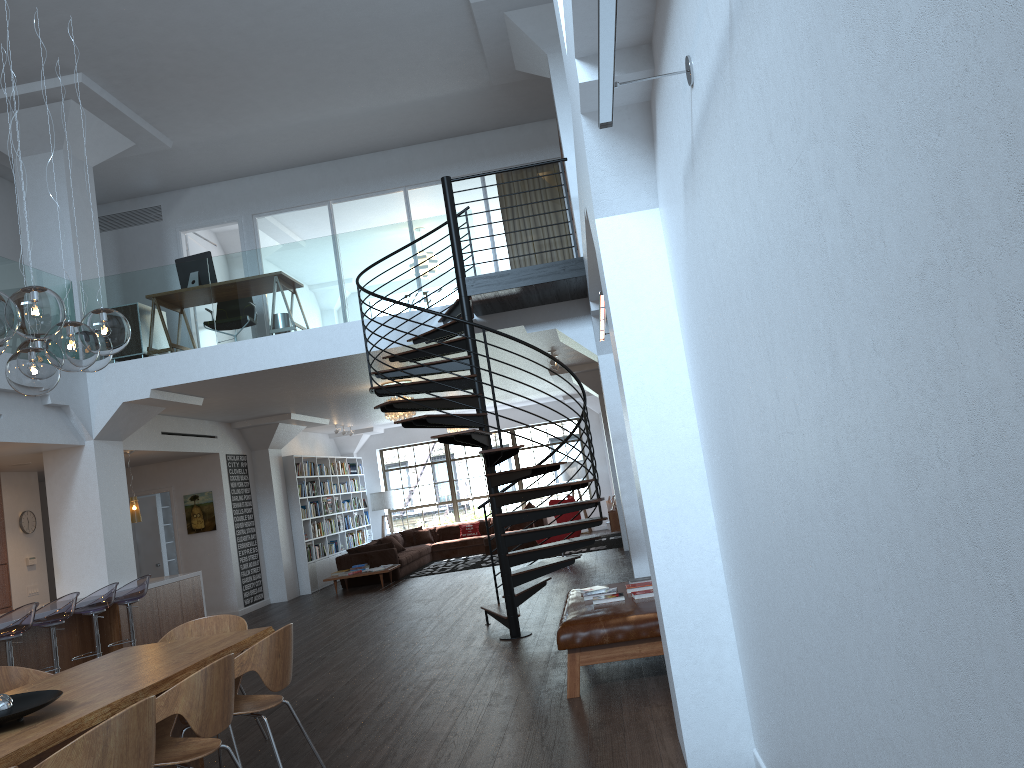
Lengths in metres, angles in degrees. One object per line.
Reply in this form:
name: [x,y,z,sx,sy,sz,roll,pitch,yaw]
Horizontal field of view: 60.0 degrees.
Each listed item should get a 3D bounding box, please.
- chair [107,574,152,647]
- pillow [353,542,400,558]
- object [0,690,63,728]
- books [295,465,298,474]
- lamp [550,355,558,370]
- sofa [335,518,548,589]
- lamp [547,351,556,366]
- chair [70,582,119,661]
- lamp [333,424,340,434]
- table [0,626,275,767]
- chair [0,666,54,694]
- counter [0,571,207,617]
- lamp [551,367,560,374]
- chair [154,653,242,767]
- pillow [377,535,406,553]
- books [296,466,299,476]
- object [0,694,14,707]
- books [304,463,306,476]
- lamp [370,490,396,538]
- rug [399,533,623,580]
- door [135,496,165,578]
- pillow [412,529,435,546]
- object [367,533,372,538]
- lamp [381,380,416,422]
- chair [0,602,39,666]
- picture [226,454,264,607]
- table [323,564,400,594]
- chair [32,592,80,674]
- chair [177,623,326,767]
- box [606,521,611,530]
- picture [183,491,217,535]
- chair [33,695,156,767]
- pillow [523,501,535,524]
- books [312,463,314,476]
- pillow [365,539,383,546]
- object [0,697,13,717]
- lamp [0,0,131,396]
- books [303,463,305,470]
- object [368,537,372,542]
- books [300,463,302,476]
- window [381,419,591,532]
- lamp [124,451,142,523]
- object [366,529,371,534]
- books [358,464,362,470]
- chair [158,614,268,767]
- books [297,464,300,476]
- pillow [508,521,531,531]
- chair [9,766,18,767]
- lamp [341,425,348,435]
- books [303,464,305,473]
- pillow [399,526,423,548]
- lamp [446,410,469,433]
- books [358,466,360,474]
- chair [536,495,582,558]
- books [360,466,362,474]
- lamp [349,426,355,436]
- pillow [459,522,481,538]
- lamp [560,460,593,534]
chair: [-3.923,2.508,9.135,0.481,1.014,0.530,-10,-6,7]
pillow: [-2.382,2.997,15.619,0.750,0.364,0.289,-9,-6,4]
object: [-2.144,1.356,3.591,0.592,0.066,0.592,-4,-8,-37]
books: [-3.879,1.538,15.625,0.182,0.215,0.188,-9,-6,5]
lamp: [0.589,-0.288,12.261,0.120,0.211,0.111,-5,-7,-36]
sofa: [-1.132,3.123,17.251,3.481,0.664,4.197,-9,-6,5]
lamp: [0.538,-0.336,11.747,0.120,0.211,0.111,-7,-6,-21]
chair: [-3.985,2.451,8.511,0.481,1.014,0.530,-9,-6,3]
lamp: [-3.418,0.878,17.270,0.111,0.211,0.120,-14,-8,39]
table: [-2.081,1.756,3.543,1.012,0.750,3.803,-9,-6,5]
chair: [-2.567,1.921,4.761,0.618,0.833,0.629,-9,-6,3]
counter: [-3.896,2.415,7.549,3.039,0.860,8.182,-6,-7,-24]
lamp: [0.639,-0.242,12.763,0.111,0.211,0.120,-14,-8,39]
chair: [-1.485,1.658,3.896,0.618,0.833,0.629,-10,-6,6]
pillow: [-2.362,3.156,17.312,0.325,0.391,0.625,-11,-6,21]
books: [-3.879,1.550,15.715,0.167,0.210,0.162,-9,-6,5]
object: [-2.112,1.330,3.657,0.100,0.100,0.100,-4,-8,-40]
books: [-3.837,1.568,16.129,0.170,0.251,0.118,-9,-6,5]
lamp: [-2.810,3.202,19.868,0.545,1.579,0.545,-8,-6,-6]
rug: [0.202,3.179,16.599,4.200,0.007,3.100,-10,-6,6]
door: [-6.091,2.896,14.474,0.826,2.032,0.174,-9,-6,5]
pillow: [-1.904,3.246,18.794,0.489,0.337,0.238,-6,-7,-26]
object: [-3.293,3.373,19.585,0.331,0.088,0.410,-9,-6,5]
lamp: [-1.590,0.250,12.474,0.442,0.539,0.441,-3,-8,-43]
chair: [-4.099,2.334,7.252,0.481,1.014,0.530,-10,-6,7]
picture: [-4.254,2.304,14.166,0.021,2.380,0.800,-9,-6,5]
table: [-2.478,3.272,14.811,1.100,0.271,0.853,-9,-6,5]
chair: [-4.064,2.396,7.881,0.481,1.014,0.530,-9,-6,3]
chair: [-1.404,1.726,4.657,0.617,0.830,0.629,-9,-6,5]
box: [2.193,3.092,19.438,0.228,0.165,0.368,-9,-6,5]
picture: [-4.785,1.974,13.593,0.450,0.600,0.030,-9,-6,5]
chair: [-1.541,1.586,3.138,0.618,0.833,0.629,-9,-6,5]
pillow: [0.359,2.788,18.800,0.651,0.587,0.335,-7,-6,-16]
books: [-3.792,1.607,16.519,0.174,0.243,0.085,-9,-6,5]
pillow: [-2.400,2.987,15.890,0.269,0.411,0.559,-4,-8,-39]
object: [-2.064,1.313,3.569,0.100,0.100,0.100,-4,-8,-40]
lamp: [-2.493,-1.015,4.158,0.849,2.140,1.787,-9,-6,4]
books: [-3.843,1.567,16.086,0.159,0.248,0.089,-9,-6,5]
object: [-3.280,3.460,19.576,0.331,0.088,0.410,-9,-6,5]
books: [-3.861,1.543,15.888,0.170,0.251,0.118,-9,-6,5]
window: [-0.623,2.113,20.367,4.648,1.905,0.114,-9,-6,5]
lamp: [-4.793,1.298,11.190,0.149,0.900,0.149,-4,-8,-40]
object: [-3.314,3.288,19.595,0.316,0.088,0.410,-9,-6,5]
books: [-3.451,1.924,19.922,0.140,0.231,0.042,-9,-6,5]
chair: [-1.900,1.891,5.455,0.629,0.833,0.618,-9,-6,0]
books: [-3.860,1.550,15.813,0.161,0.222,0.084,-9,-6,5]
pillow: [0.152,2.888,18.645,0.542,0.362,0.248,-12,-7,25]
chair: [-1.630,1.517,2.366,0.618,0.833,0.629,-9,-6,5]
lamp: [-3.368,0.924,17.772,0.120,0.211,0.111,-5,-7,-36]
books: [-3.835,1.575,16.053,0.161,0.222,0.084,-9,-6,5]
pillow: [-2.086,3.268,18.908,0.580,0.418,0.334,-6,-7,-22]
lamp: [-1.093,0.711,17.490,0.442,0.539,0.441,-3,-8,-43]
books: [-3.466,1.931,19.738,0.134,0.184,0.030,-9,-6,5]
chair: [0.770,2.365,14.578,0.801,1.006,0.798,-12,-7,30]
books: [-3.447,1.939,19.879,0.139,0.191,0.036,-9,-6,5]
lamp: [-3.317,0.971,18.286,0.120,0.211,0.111,-7,-6,-21]
pillow: [-0.895,3.110,18.849,0.465,0.308,0.220,-9,-6,1]
lamp: [1.420,2.490,19.409,0.545,1.579,0.545,-11,-6,16]
